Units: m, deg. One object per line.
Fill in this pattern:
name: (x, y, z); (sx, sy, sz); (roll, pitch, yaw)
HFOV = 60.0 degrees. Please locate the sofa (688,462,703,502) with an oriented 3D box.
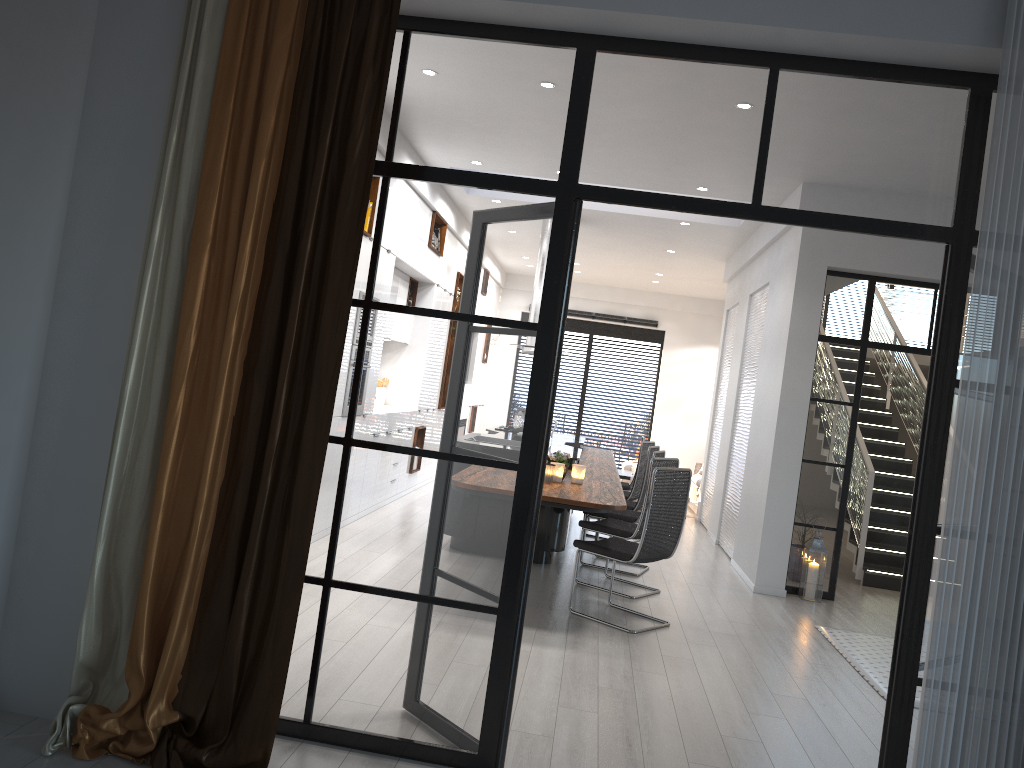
sofa: (3.078, 1.425, 12.453); (0.899, 0.826, 2.091); (8, 0, 6)

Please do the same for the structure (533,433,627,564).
structure: (0.199, 0.991, 7.861); (1.378, 0.887, 5.636); (8, 0, 6)

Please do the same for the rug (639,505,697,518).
rug: (1.767, 1.646, 12.835); (1.624, 0.020, 2.518); (8, 0, 5)

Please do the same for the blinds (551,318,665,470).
blinds: (1.283, 0.215, 16.012); (2.585, 2.722, 0.358); (8, -1, 6)

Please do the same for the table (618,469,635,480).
table: (1.925, 1.503, 12.769); (1.000, 0.350, 0.999); (8, 0, 6)

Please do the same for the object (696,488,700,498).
object: (2.888, 1.377, 11.839); (0.722, 0.493, 0.711); (8, 0, 2)

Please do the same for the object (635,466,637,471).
object: (1.816, 1.217, 12.660); (0.110, 0.183, 0.119); (8, -1, 11)

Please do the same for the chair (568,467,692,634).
chair: (0.749, 1.002, 5.712); (0.537, 1.019, 0.470); (7, -2, 41)

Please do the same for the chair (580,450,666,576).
chair: (0.921, 1.026, 7.459); (0.537, 1.019, 0.470); (8, -1, 21)

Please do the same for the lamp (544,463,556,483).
lamp: (0.239, 0.583, 5.794); (0.078, 0.120, 0.078); (8, -1, -11)

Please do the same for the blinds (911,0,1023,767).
blinds: (2.059, 0.169, 2.757); (1.301, 3.070, 0.052); (8, -1, 6)

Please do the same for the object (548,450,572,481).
object: (0.324, 0.550, 6.025); (0.151, 0.206, 0.157); (8, -1, 23)

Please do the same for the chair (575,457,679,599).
chair: (0.850, 1.016, 6.645); (0.537, 1.019, 0.470); (7, -1, 36)

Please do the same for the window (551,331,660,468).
window: (4.472, -0.616, 16.080); (8.568, 5.064, 0.462); (8, -1, 4)

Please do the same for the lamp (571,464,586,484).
lamp: (0.447, 0.609, 5.989); (0.096, 0.124, 0.095); (7, -1, 39)

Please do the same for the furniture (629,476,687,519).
furniture: (1.911, 1.445, 11.657); (0.699, 0.460, 0.699); (8, 0, 1)

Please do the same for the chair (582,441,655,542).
chair: (1.067, 1.046, 8.984); (0.537, 1.019, 0.470); (7, -1, 26)

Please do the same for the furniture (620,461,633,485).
furniture: (2.063, 1.466, 13.964); (0.700, 0.460, 0.699); (8, 0, 6)

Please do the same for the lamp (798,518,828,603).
lamp: (2.457, 1.419, 7.194); (0.148, 0.666, 0.156); (8, -1, 6)

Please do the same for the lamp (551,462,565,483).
lamp: (0.297, 0.588, 5.888); (0.095, 0.124, 0.095); (8, -1, -1)

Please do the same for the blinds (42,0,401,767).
blinds: (-0.921, -0.259, 2.973); (0.811, 3.046, 0.254); (8, -1, 5)

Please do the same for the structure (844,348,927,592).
structure: (4.807, 0.268, 10.060); (2.394, 3.604, 5.797); (8, 0, 6)

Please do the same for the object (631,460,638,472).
object: (2.092, 1.342, 13.914); (0.418, 0.355, 0.760); (8, 0, 14)

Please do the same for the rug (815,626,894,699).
rug: (3.181, 1.843, 5.366); (2.277, 0.020, 1.584); (8, 0, 5)

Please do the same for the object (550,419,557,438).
object: (0.310, 0.429, 8.746); (0.211, 0.254, 0.182); (7, -1, 40)

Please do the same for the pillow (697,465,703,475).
pillow: (3.192, 1.247, 12.490); (0.589, 0.392, 2.029); (8, 0, -6)

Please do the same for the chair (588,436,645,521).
chair: (1.149, 1.057, 9.943); (0.537, 1.019, 0.470); (8, -1, 6)

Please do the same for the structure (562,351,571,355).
structure: (0.420, -1.108, 10.027); (0.696, 1.609, 1.042); (8, -1, 5)

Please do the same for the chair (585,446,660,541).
chair: (0.991, 1.035, 8.174); (0.537, 1.019, 0.470); (8, -1, 21)
